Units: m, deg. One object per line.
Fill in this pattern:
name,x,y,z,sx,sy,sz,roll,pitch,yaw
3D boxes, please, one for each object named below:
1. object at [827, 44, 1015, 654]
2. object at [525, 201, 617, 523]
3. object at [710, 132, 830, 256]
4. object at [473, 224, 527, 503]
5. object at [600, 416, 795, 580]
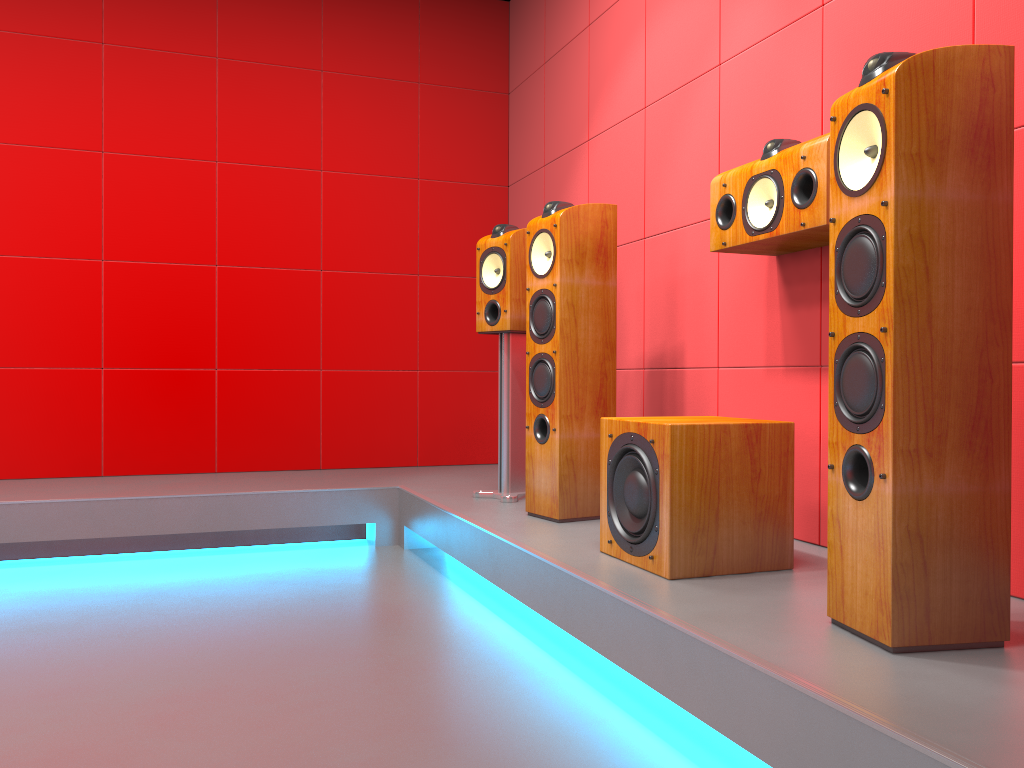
object,0.731,-0.070,1.612,0.238,1.052,0.203,0,0,-11
object,0.194,-0.081,2.975,0.238,1.052,0.203,0,0,-31
object,0.764,-0.515,2.374,0.235,0.271,0.493,0,0,-21
object,0.012,-0.087,3.459,0.265,1.058,0.231,0,0,-41
object,0.457,0.271,2.266,0.360,0.360,0.360,0,0,-21
